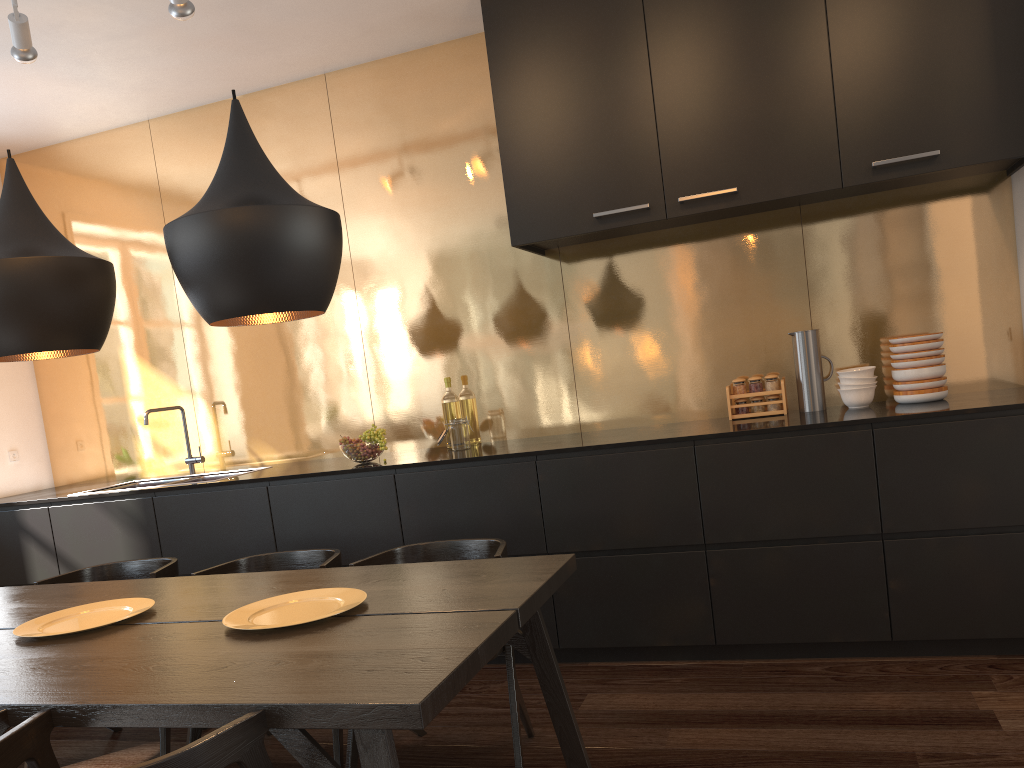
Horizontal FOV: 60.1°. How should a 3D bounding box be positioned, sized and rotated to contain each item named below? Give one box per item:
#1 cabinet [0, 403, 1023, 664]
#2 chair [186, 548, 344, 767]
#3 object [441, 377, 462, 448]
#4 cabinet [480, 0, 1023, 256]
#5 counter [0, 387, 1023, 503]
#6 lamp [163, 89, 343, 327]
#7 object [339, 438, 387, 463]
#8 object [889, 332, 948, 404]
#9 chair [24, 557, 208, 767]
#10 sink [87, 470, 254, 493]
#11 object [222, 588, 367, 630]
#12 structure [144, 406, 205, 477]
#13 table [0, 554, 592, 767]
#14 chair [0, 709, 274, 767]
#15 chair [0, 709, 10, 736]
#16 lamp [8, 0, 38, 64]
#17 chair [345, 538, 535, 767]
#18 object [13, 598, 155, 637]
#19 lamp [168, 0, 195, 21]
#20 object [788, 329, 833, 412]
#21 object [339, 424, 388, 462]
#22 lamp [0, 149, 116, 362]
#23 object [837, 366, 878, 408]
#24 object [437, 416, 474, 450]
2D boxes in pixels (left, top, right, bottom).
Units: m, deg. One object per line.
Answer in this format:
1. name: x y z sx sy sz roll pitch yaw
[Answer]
1. cabinet: -0.336 0.771 4.115 5.075 0.905 0.727 -7 3 19
2. chair: -0.799 0.949 3.011 0.594 0.675 0.516 -6 3 17
3. object: -0.290 0.137 4.261 0.091 0.341 0.091 -8 5 -15
4. cabinet: 0.922 -1.223 3.554 1.960 1.056 0.527 -7 4 19
5. counter: -0.393 0.324 4.077 5.073 0.002 0.727 -7 1 19
6. lamp: -0.624 -0.426 2.114 0.409 0.544 0.411 -9 4 -24
7. object: -0.676 0.311 4.043 0.218 0.097 0.219 -8 2 -24
8. object: 1.620 -0.062 3.527 0.198 0.266 0.197 -8 3 -7
9. chair: -1.461 1.031 3.265 0.594 0.675 0.516 -7 3 15
10. sink: -0.533 0.320 4.077 3.422 0.245 0.479 -7 2 17
11. object: -0.542 0.568 2.222 0.357 0.017 0.353 -7 1 22
12. structure: -1.764 0.310 4.634 0.110 0.387 0.263 -4 5 34
13. table: -1.123 0.993 2.424 2.506 0.683 1.099 -7 2 19
14. chair: -0.647 0.946 1.665 0.594 0.675 0.516 -6 3 17
15. chair: -1.225 1.018 1.860 0.594 0.675 0.516 -6 3 19
16. lamp: -1.694 -1.258 3.052 0.084 0.240 0.251 -10 4 -31
17. chair: -0.226 0.878 2.817 0.594 0.675 0.516 -6 3 18
18. object: -1.172 0.647 2.435 0.356 0.017 0.354 -7 1 -1
19. lamp: -1.087 -1.332 2.856 0.085 0.241 0.250 -9 3 -16
20. object: 1.266 -0.057 3.724 0.165 0.341 0.113 -6 5 22
21. object: -0.674 0.273 4.024 0.239 0.174 0.177 -7 3 3
22. lamp: -1.282 -0.344 2.336 0.410 0.544 0.409 -8 3 -5
23. object: 1.417 0.015 3.625 0.153 0.161 0.158 -10 4 -43
24. object: -0.262 0.230 4.096 0.176 0.152 0.087 -7 4 -4
